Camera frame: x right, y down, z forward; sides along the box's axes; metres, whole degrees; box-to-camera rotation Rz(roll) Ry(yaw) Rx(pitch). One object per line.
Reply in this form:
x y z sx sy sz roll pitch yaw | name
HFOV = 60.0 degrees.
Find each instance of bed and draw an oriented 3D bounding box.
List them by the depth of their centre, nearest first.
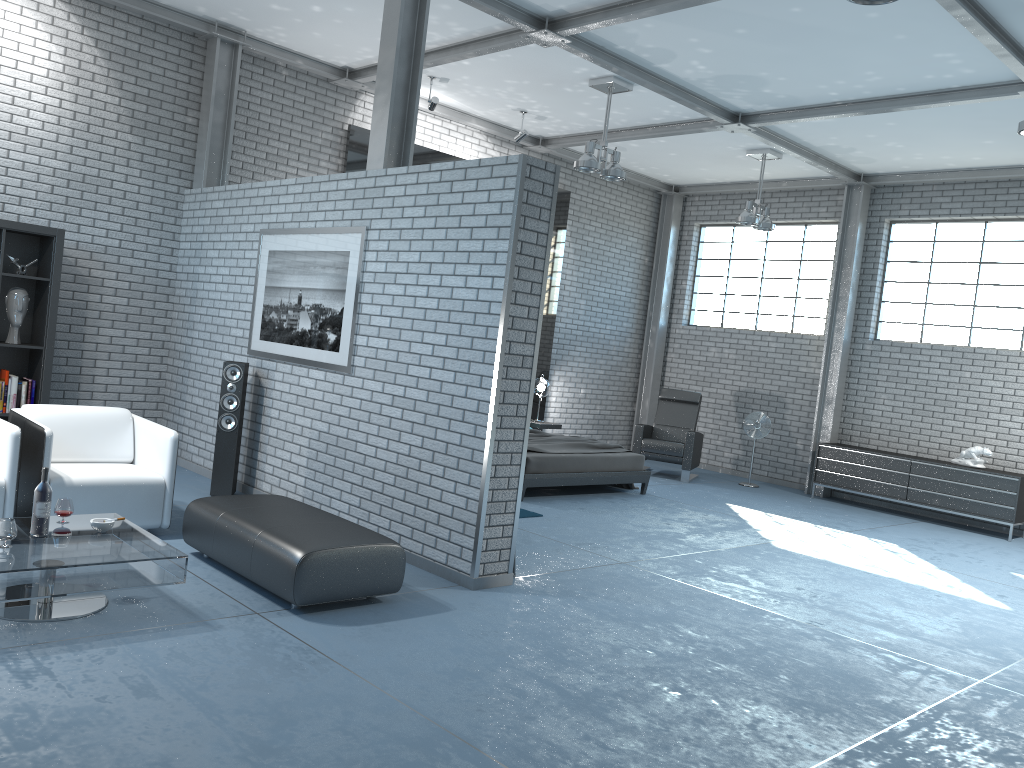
0.094 0.694 9.679 2.290 0.674 2.261 4 3 -44 | bed

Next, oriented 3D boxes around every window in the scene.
5.396 -1.153 10.273 0.100 1.500 2.200 4 3 -44 | window
3.469 -1.467 12.281 0.100 1.500 2.200 4 3 -44 | window

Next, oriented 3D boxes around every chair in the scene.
-3.314 0.452 4.938 0.919 0.661 0.767 9 3 44 | chair
-2.646 0.504 5.535 0.767 0.661 0.919 4 3 -42 | chair
2.042 0.623 11.382 0.763 1.099 0.940 8 3 21 | chair

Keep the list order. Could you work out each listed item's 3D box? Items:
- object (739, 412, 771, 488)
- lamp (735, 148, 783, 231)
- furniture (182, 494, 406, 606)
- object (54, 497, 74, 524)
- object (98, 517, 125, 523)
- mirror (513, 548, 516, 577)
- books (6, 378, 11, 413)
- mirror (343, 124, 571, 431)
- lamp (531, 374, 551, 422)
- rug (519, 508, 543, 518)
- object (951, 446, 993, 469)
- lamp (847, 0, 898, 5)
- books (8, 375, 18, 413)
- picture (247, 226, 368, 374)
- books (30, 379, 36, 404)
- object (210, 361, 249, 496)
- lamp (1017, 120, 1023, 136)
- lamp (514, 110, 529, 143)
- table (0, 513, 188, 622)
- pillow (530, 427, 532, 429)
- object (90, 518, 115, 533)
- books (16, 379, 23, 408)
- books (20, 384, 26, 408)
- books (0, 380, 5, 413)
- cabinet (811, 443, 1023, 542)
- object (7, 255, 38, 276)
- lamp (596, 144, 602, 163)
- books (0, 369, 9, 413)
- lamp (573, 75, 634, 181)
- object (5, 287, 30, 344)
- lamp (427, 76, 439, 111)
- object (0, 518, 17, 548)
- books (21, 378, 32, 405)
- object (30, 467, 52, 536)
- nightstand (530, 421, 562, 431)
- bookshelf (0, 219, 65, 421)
3.070 0.821 11.269 0.342 0.954 0.258 7 3 11 | object
2.894 -2.272 10.348 0.639 0.872 0.300 4 3 -44 | lamp
-1.237 0.872 4.930 0.685 0.301 1.291 4 3 -44 | furniture
-2.208 0.623 4.371 0.089 0.120 0.089 7 3 12 | object
-1.949 0.678 4.310 0.024 0.052 0.128 9 3 39 | object
-0.208 0.670 5.673 0.165 0.978 0.674 4 3 -44 | mirror
-3.974 0.085 6.966 0.020 0.270 0.153 4 3 -44 | books
-0.670 -0.865 10.459 3.400 3.500 0.050 4 3 -44 | mirror
0.358 0.173 11.257 0.259 0.596 0.250 5 3 -36 | lamp
-0.767 0.992 8.022 0.886 0.012 2.060 4 3 -44 | rug
5.064 0.793 9.762 0.151 0.244 0.496 6 3 -19 | object
1.498 -2.145 3.727 0.639 0.872 0.300 4 3 -44 | lamp
-3.946 0.078 6.985 0.046 0.288 0.164 4 3 -44 | books
-1.559 -0.654 6.601 0.020 1.015 1.490 4 3 -44 | picture
-3.851 0.098 7.085 0.027 0.263 0.155 4 3 -44 | books
-2.189 0.351 6.875 0.159 1.045 0.254 6 3 -9 | object
3.503 -1.995 5.676 0.639 0.872 0.300 4 3 -44 | lamp
0.099 -2.850 9.845 0.167 0.332 0.137 8 3 36 | lamp
-2.126 0.857 4.065 0.900 0.300 0.900 4 3 -44 | table
-0.506 0.486 10.197 1.810 0.115 0.567 4 3 -44 | pillow
-1.977 0.686 4.278 0.108 0.056 0.108 9 3 42 | object
-3.924 0.095 7.022 0.038 0.256 0.144 4 3 -44 | books
-3.899 0.111 7.041 0.026 0.229 0.155 4 3 -44 | books
-4.008 0.095 6.922 0.038 0.244 0.171 4 3 -44 | books
4.636 1.190 10.174 0.510 0.682 2.250 4 3 -44 | cabinet
-3.853 -0.928 6.979 0.072 0.147 0.322 7 3 17 | object
1.021 -2.776 10.743 0.161 0.343 0.137 7 3 16 | lamp
-3.986 0.054 6.948 0.026 0.329 0.155 4 3 -44 | books
0.888 -2.421 8.400 0.639 0.872 0.300 4 3 -44 | lamp
-3.909 -0.539 6.989 0.156 0.443 0.156 7 2 -1 | object
-0.810 -2.927 8.944 0.137 0.311 0.166 6 3 -19 | lamp
-2.197 0.647 3.848 0.089 0.120 0.089 7 3 12 | object
-3.874 0.092 7.062 0.038 0.270 0.155 4 3 -44 | books
-2.168 0.541 4.096 0.079 0.316 0.079 6 3 -11 | object
0.324 0.730 11.210 0.400 0.501 0.400 4 3 -44 | nightstand
-4.459 -0.340 6.508 1.930 1.920 0.419 4 3 -44 | bookshelf
